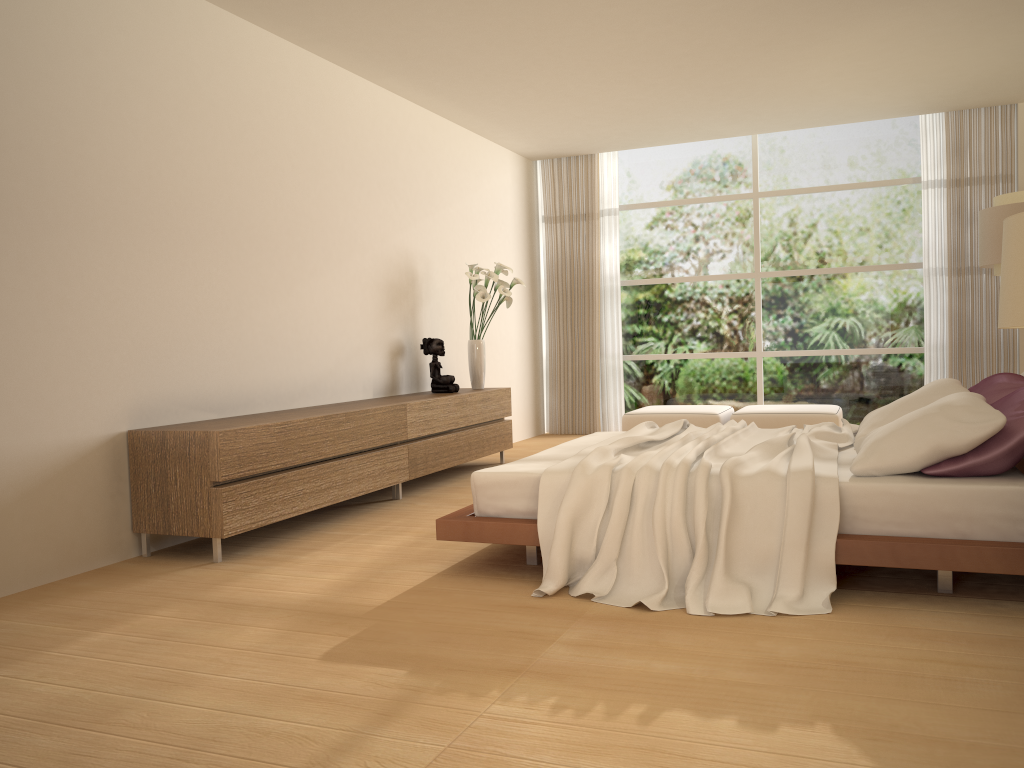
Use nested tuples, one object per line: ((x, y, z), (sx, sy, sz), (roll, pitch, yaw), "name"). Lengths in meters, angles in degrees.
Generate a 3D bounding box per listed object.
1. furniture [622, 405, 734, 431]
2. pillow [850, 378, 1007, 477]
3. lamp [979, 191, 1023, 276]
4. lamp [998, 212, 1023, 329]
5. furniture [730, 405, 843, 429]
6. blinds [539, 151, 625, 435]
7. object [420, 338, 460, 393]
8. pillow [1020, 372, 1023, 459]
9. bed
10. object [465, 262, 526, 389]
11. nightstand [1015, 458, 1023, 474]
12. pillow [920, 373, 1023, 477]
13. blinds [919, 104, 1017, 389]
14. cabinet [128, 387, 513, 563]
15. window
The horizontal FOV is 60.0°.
((1.682, 0.411, 8.880), (0.965, 0.346, 0.964), (-1, 3, 23), "furniture")
((1.916, 0.174, 4.201), (0.561, 0.339, 1.720), (-1, 3, 23), "pillow")
((3.934, -0.402, 6.628), (0.817, 2.018, 0.817), (-3, 3, -24), "lamp")
((1.164, -1.313, 1.677), (0.451, 2.399, 0.451), (-1, 3, 21), "lamp")
((2.638, 0.396, 8.483), (0.965, 0.346, 0.964), (-1, 3, 23), "furniture")
((0.762, -1.109, 9.944), (0.950, 3.352, 0.211), (-1, 3, 21), "blinds")
((-0.580, -0.154, 7.209), (0.282, 0.453, 0.181), (-1, 3, 23), "object")
((2.472, 0.078, 3.982), (0.461, 0.457, 1.779), (-1, 3, 22), "pillow")
((1.209, 0.512, 4.469), (2.535, 0.570, 2.599), (-1, 3, 23), "bed")
((-0.177, -0.502, 7.557), (0.515, 1.085, 0.608), (-3, 3, -19), "object")
((2.539, 0.503, 3.976), (0.493, 0.539, 4.220), (-1, 3, 23), "nightstand")
((2.168, 0.155, 4.103), (0.575, 0.369, 1.683), (-1, 3, 23), "pillow")
((4.328, -1.162, 8.407), (0.814, 3.351, 0.202), (-1, 3, 22), "blinds")
((-0.979, 0.464, 6.161), (0.588, 0.662, 3.713), (-1, 3, 23), "cabinet")
((2.618, -1.159, 9.450), (4.781, 3.371, 0.071), (-1, 3, 23), "window")
